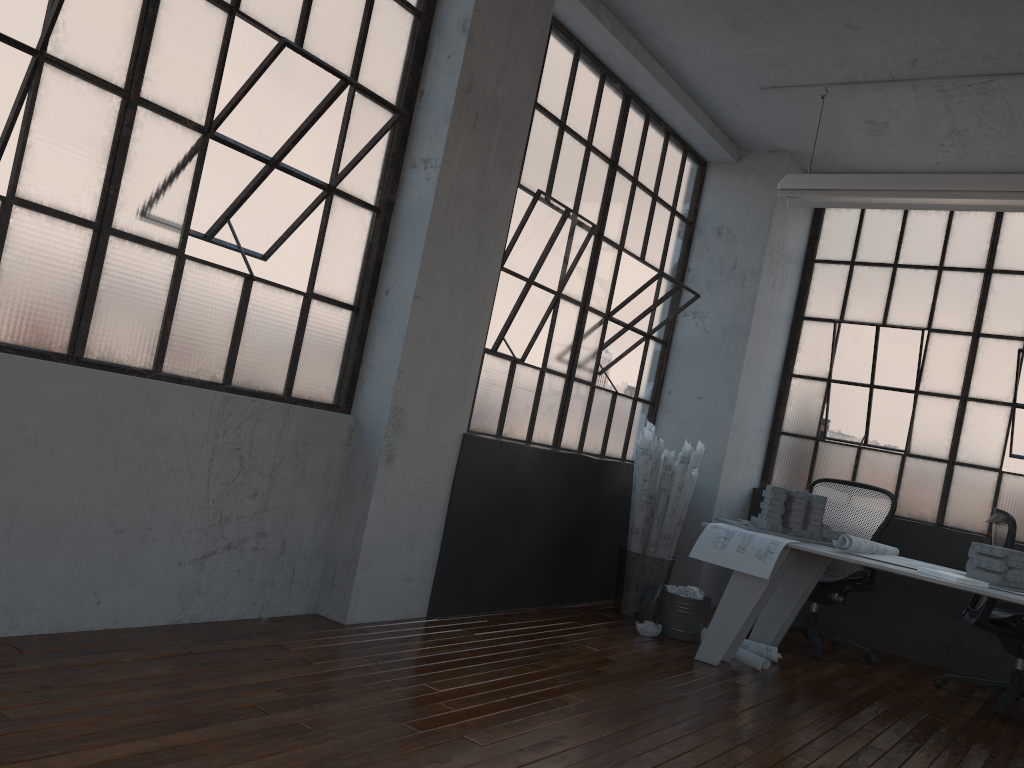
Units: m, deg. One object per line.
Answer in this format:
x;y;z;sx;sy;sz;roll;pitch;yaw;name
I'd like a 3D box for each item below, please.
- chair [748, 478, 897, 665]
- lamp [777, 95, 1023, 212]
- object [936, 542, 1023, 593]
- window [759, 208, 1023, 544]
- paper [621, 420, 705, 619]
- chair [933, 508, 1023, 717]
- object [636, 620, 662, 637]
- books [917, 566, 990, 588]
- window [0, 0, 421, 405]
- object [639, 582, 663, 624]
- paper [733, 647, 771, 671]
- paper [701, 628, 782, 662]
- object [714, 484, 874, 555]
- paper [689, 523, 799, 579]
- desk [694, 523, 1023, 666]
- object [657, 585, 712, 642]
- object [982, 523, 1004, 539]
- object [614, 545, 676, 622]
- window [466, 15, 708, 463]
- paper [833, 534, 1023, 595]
2.007;1.134;5.610;0.768;1.085;0.795;11;-2;29;chair
2.372;-1.237;4.611;1.873;0.628;0.202;10;-2;35;lamp
2.403;0.899;4.374;0.390;0.182;0.415;13;-3;-25;object
3.166;-0.122;6.125;2.584;2.389;0.672;10;-2;35;window
0.888;0.829;5.474;0.412;1.197;0.441;11;-1;13;paper
2.923;1.294;5.039;0.792;1.085;0.771;11;-2;4;chair
0.753;1.352;4.893;0.135;0.083;0.108;10;-2;26;object
2.062;0.904;4.149;0.200;0.024;0.235;13;-3;-19;books
-1.227;-1.178;2.964;0.668;2.258;2.464;11;-2;35;window
0.788;1.268;5.109;0.107;0.280;0.293;11;-2;9;object
1.242;1.460;4.755;0.083;0.068;0.340;13;-3;-30;paper
1.274;1.468;4.964;0.466;0.094;0.114;11;-2;20;paper
1.572;0.697;4.898;0.736;0.305;0.433;12;-2;-10;object
1.173;0.837;4.479;0.438;0.183;0.436;10;-3;34;paper
2.029;1.274;4.421;2.051;0.697;1.068;10;-3;35;desk
0.982;1.296;5.081;0.291;0.293;0.290;12;-2;-14;object
3.183;0.959;5.821;0.124;0.100;0.124;13;-3;-32;object
0.789;1.224;5.418;0.353;0.398;0.355;10;-3;42;object
0.490;-0.702;5.486;0.668;2.389;2.599;11;-2;35;window
2.298;0.939;4.521;1.072;0.105;0.978;10;-3;35;paper
